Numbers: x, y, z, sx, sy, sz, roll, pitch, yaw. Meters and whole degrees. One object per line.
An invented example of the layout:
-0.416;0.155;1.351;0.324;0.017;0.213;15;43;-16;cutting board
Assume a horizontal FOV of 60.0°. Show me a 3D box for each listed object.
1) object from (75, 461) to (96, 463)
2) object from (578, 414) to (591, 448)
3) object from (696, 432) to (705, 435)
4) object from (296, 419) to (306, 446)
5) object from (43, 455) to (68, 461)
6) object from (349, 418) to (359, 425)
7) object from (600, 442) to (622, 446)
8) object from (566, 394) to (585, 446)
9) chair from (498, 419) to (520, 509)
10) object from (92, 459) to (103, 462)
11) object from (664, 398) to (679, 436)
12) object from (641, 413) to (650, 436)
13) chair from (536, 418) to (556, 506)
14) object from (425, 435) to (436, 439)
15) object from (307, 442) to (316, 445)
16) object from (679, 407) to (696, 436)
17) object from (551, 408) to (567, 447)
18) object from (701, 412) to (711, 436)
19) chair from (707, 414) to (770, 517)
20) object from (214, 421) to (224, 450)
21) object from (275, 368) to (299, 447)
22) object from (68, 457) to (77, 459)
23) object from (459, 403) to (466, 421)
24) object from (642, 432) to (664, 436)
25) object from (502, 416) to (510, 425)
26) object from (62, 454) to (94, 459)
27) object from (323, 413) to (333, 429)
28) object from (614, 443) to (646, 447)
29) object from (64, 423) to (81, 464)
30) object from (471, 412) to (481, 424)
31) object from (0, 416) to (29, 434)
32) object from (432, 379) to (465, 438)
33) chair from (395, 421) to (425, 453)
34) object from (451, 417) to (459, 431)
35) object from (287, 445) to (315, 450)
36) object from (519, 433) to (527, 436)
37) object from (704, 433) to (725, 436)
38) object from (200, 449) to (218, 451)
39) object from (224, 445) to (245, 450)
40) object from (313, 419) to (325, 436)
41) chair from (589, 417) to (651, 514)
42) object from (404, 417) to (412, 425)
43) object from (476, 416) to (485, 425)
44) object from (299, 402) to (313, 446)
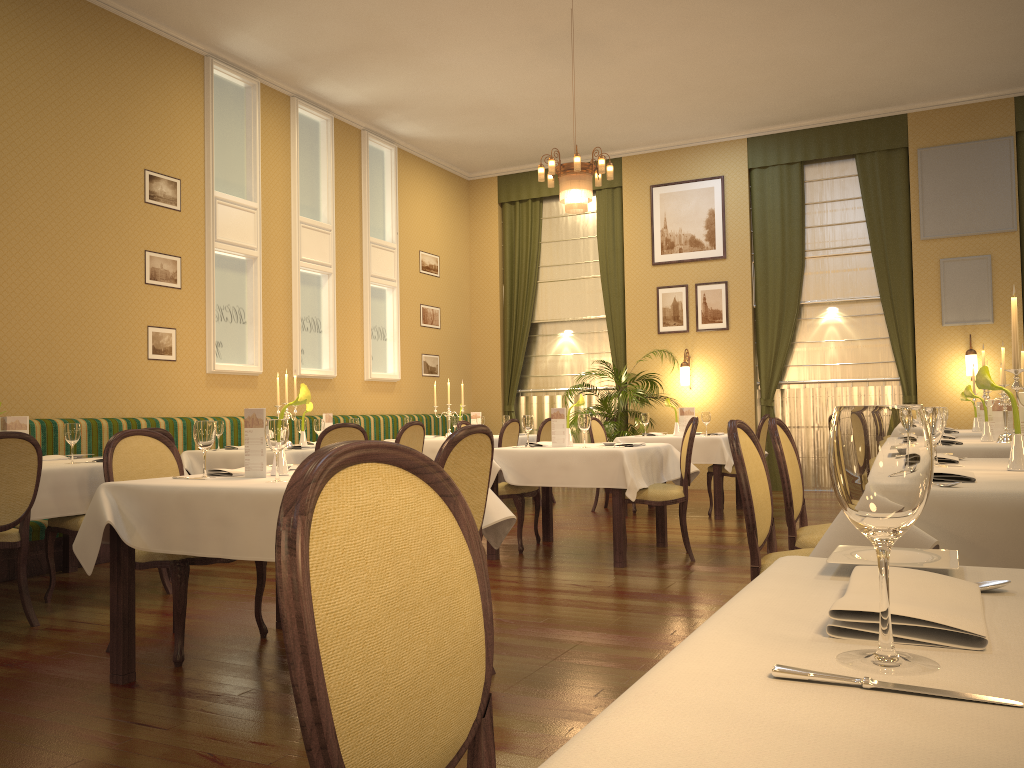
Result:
-2.466;0.450;5.115;0.185;0.010;0.017;-2;-2;26;object
0.488;0.316;5.970;0.088;0.229;0.088;0;-2;-22;object
1.864;0.501;8.941;0.160;0.024;0.160;-2;-2;26;object
-1.851;0.426;7.797;0.088;0.229;0.088;0;-2;-22;object
-2.946;0.466;5.549;0.142;0.033;0.273;-2;-2;26;object
-1.328;0.404;7.466;0.088;0.229;0.088;0;-2;-16;object
0.692;0.428;6.298;0.160;0.024;0.160;-2;-2;26;object
0.442;0.258;6.340;0.163;0.375;0.076;-1;-2;3;object
-0.215;0.837;9.104;0.571;0.955;0.530;-2;-2;26;chair
-2.323;0.448;5.255;0.142;0.024;0.273;-2;-2;26;object
1.592;0.324;8.776;0.076;0.375;0.163;1;-3;-42;object
1.308;0.399;8.705;0.088;0.229;0.088;0;-2;-16;object
0.188;0.856;9.844;0.571;0.955;0.530;-2;-2;26;chair
-0.949;0.571;9.505;0.142;0.033;0.273;-2;-2;26;object
-1.748;0.531;7.972;0.142;0.033;0.273;-2;-2;26;object
1.677;0.365;8.570;0.166;0.277;0.081;-2;-2;33;object
0.318;0.309;6.278;0.081;0.277;0.166;0;-2;-17;object
1.820;0.375;8.307;0.088;0.229;0.088;0;-2;-16;object
2.176;0.769;8.457;0.571;0.955;0.530;-2;-2;26;chair
-2.290;0.402;6.920;0.088;0.229;0.088;0;-2;-16;object
-1.832;0.195;7.204;0.390;0.655;0.131;-3;-3;40;object
-2.858;0.476;5.691;0.181;0.015;0.038;-2;-2;28;object
-0.567;0.403;9.865;0.076;0.375;0.163;-2;-2;13;object
1.411;0.504;8.881;0.142;0.033;0.273;-2;-2;26;object
-0.064;0.466;9.846;0.088;0.229;0.088;0;-2;-16;object
-2.854;0.476;5.803;0.160;0.024;0.160;-2;-2;26;object
-1.566;0.389;7.543;0.081;0.277;0.166;-1;-2;-12;object
0.814;0.420;6.120;0.142;0.024;0.273;-2;-2;26;object
-2.502;0.339;5.047;0.088;0.229;0.088;0;-2;-16;object
-0.427;0.452;9.876;0.166;0.277;0.081;-3;-3;43;object
-2.825;0.321;4.994;0.166;0.277;0.081;-1;-2;-2;object
-0.678;0.258;9.556;0.390;0.655;0.131;-2;-2;32;object
-1.035;0.792;7.440;0.571;0.955;0.530;-2;-2;26;chair
-0.655;0.490;10.216;0.088;0.229;0.088;0;-2;-16;object
-1.592;0.488;6.851;0.142;0.033;0.273;-2;-2;26;object
0.071;0.577;10.098;0.142;0.024;0.273;-2;-2;26;object
1.968;0.489;8.634;0.142;0.024;0.273;-2;-2;26;object
-2.332;0.508;6.839;0.181;0.015;0.038;-2;-2;28;object
-2.145;0.506;7.086;0.142;0.033;0.273;-2;-2;26;object
-1.530;0.392;7.035;0.088;0.229;0.088;0;-2;-16;object
1.086;0.811;9.052;0.571;0.955;0.530;-2;-2;26;chair
-1.094;0.467;9.339;0.088;0.229;0.088;0;-2;-16;object
-0.334;0.457;9.454;0.088;0.229;0.088;0;-2;-16;object
-1.719;0.335;7.385;0.076;0.375;0.163;1;-3;-42;object
